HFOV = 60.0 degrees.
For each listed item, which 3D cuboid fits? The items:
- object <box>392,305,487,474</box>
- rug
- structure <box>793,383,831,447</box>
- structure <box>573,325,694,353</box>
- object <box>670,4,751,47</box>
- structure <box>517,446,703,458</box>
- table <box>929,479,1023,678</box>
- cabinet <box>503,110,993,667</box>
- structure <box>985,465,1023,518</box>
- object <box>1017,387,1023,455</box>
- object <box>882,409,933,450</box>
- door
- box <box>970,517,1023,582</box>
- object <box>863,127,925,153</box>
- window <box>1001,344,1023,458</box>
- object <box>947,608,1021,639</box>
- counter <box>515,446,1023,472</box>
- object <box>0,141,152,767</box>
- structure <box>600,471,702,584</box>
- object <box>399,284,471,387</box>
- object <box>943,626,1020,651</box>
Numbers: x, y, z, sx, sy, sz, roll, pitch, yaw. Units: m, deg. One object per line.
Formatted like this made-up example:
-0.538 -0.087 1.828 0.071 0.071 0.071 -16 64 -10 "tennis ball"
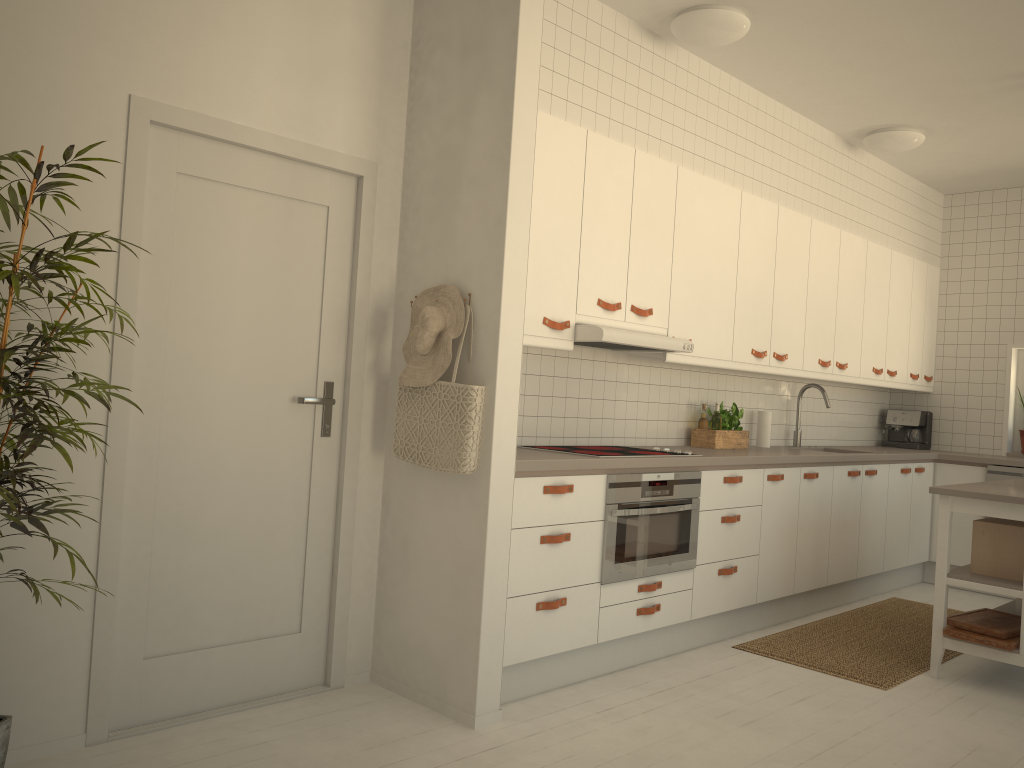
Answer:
-0.262 0.012 3.261 0.439 0.613 0.093 3 -1 44 "object"
2.037 1.346 4.768 0.750 0.004 1.999 3 -1 45 "rug"
1.943 0.206 5.748 0.063 0.421 0.236 4 -1 -38 "structure"
0.454 -0.208 4.111 0.482 0.073 0.680 3 -1 45 "structure"
0.886 -1.586 3.972 0.351 0.101 0.351 4 0 -3 "object"
0.446 0.317 4.063 0.504 0.057 0.763 3 -1 45 "structure"
2.658 0.950 4.266 0.794 0.864 1.423 3 -1 45 "table"
2.312 0.111 4.332 2.853 2.160 4.843 3 -1 45 "cabinet"
3.669 0.932 5.968 0.706 0.710 0.704 3 -1 45 "structure"
3.771 0.265 6.383 0.300 0.499 0.333 3 -1 28 "object"
2.999 0.344 6.789 0.279 0.292 0.316 4 -1 -44 "object"
-0.963 0.129 3.138 0.166 2.033 0.955 3 -1 45 "door"
2.317 0.759 4.109 0.357 0.242 0.237 4 -1 -44 "box"
2.343 -1.483 5.445 0.351 0.101 0.351 4 0 -3 "object"
4.365 0.162 5.903 1.898 0.816 0.293 3 -1 45 "window"
2.223 1.101 4.091 0.430 0.030 0.281 4 -1 -37 "object"
2.289 0.508 4.325 2.857 0.163 4.843 3 -1 45 "counter"
-1.545 0.242 1.655 0.778 1.711 2.088 3 -1 26 "object"
0.398 0.599 4.099 0.704 0.447 0.682 3 -1 45 "structure"
-0.310 -0.179 3.271 0.335 0.385 0.136 3 -1 45 "object"
2.180 1.128 4.025 0.281 0.030 0.430 3 -1 45 "object"
